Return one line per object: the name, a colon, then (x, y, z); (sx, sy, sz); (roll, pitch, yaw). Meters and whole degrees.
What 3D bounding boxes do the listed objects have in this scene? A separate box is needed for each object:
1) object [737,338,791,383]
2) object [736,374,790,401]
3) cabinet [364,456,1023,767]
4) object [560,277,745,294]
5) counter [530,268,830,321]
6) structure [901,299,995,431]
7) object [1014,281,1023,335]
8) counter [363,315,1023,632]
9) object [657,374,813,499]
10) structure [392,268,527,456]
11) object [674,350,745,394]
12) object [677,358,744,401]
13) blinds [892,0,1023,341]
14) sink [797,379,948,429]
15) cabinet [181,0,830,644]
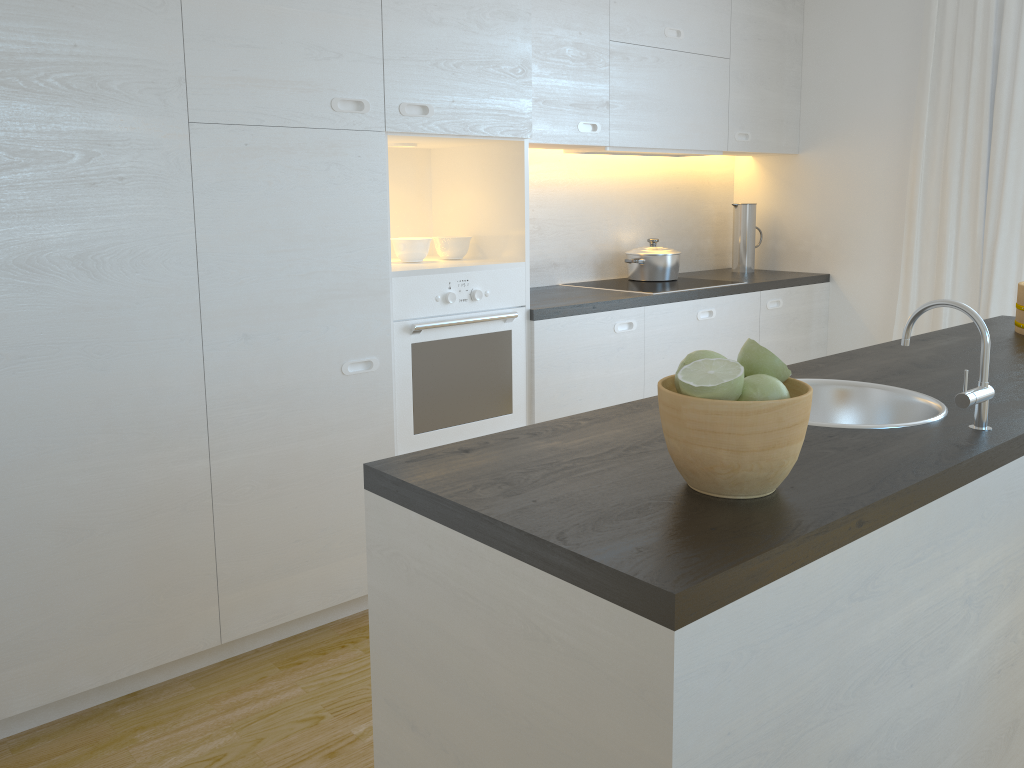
object: (0.355, -0.029, 1.245); (0.074, 0.071, 0.078); (-3, 11, -15)
object: (0.334, 0.027, 1.191); (0.081, 0.085, 0.098); (2, 11, 14)
cabinet: (0.886, 0.479, 1.960); (2.412, 0.901, 0.604); (-10, 14, -40)
object: (0.643, -0.453, 4.035); (0.657, 0.013, 0.565); (-11, 15, -39)
counter: (0.642, -0.435, 4.032); (2.010, 0.039, 0.604); (-11, 16, -40)
structure: (0.733, -0.036, 1.522); (0.097, 0.213, 0.163); (-8, 12, -39)
object: (1.647, -0.244, 2.470); (0.430, 0.212, 0.382); (-3, 11, -12)
counter: (0.881, 0.014, 1.891); (2.412, 0.040, 0.604); (-11, 16, -40)
object: (0.303, 0.070, 1.216); (0.205, 0.140, 0.207); (1, 11, 11)
structure: (-0.158, -0.081, 3.001); (0.563, 0.590, 0.049); (-9, 12, -40)
object: (0.280, 0.000, 1.249); (0.102, 0.097, 0.087); (-4, 11, -19)
object: (0.260, 0.004, 1.161); (0.084, 0.065, 0.086); (-6, 12, -28)
blinds: (2.024, -1.145, 3.699); (0.150, 2.140, 0.799); (-8, 11, -40)
sink: (0.620, 0.106, 1.722); (0.404, 0.155, 0.408); (0, 11, 1)
cabinet: (0.223, -0.653, 3.554); (3.216, 2.279, 0.483); (-10, 12, -40)
